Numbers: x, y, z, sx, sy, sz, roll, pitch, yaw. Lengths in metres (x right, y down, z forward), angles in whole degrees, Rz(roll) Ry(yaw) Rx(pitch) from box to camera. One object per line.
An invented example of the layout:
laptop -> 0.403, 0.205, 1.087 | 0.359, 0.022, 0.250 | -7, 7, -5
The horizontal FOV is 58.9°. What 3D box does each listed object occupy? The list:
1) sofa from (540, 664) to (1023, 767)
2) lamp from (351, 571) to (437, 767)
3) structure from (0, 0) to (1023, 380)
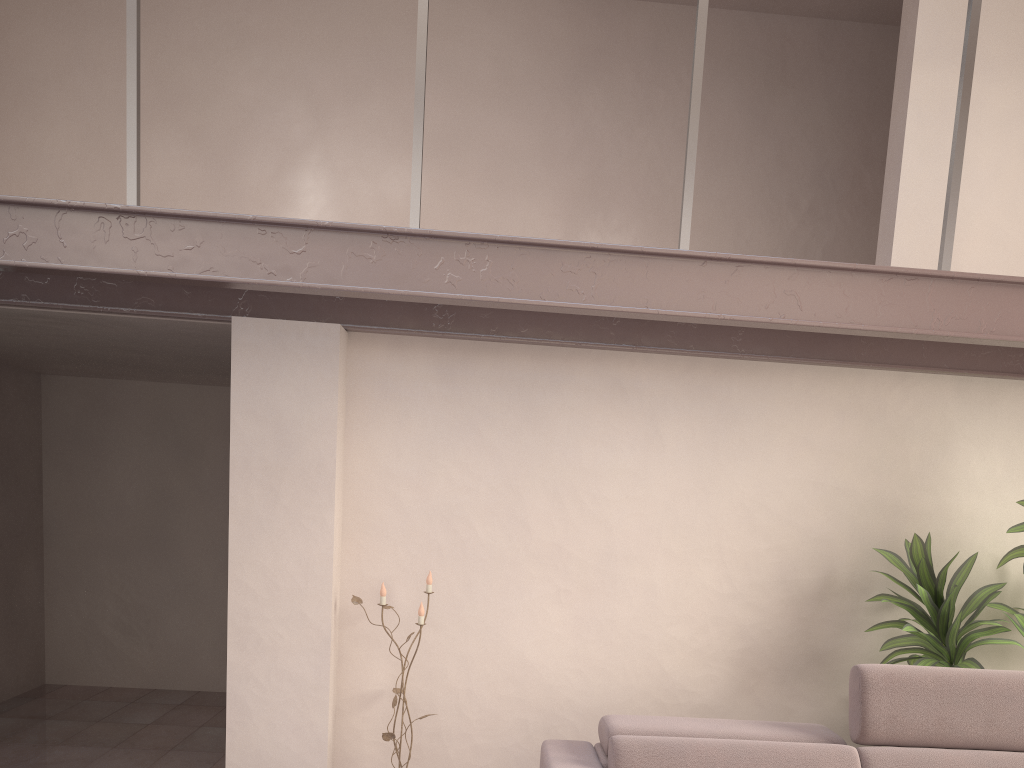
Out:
sofa -> 1.358, 1.314, 2.218 | 3.140, 0.961, 2.155 | 4, -5, -3
lamp -> -0.481, 1.301, 3.649 | 0.329, 1.153, 0.235 | 7, 8, 30
structure -> 0.605, 0.075, 1.835 | 7.164, 3.291, 3.753 | 4, -1, -3
